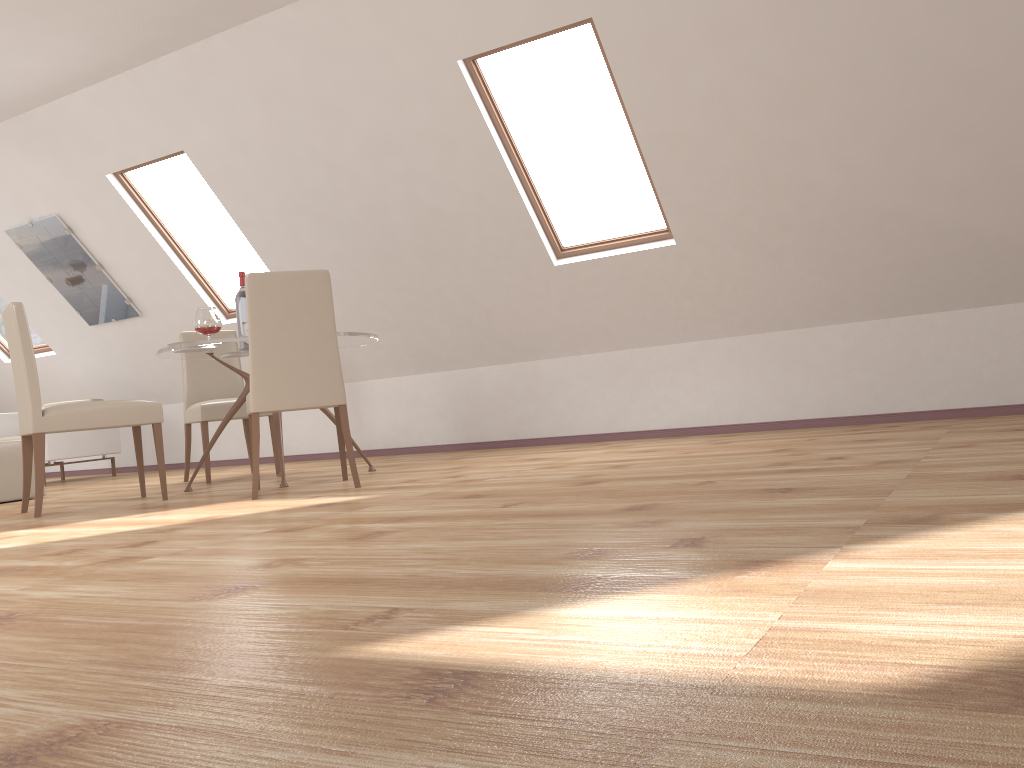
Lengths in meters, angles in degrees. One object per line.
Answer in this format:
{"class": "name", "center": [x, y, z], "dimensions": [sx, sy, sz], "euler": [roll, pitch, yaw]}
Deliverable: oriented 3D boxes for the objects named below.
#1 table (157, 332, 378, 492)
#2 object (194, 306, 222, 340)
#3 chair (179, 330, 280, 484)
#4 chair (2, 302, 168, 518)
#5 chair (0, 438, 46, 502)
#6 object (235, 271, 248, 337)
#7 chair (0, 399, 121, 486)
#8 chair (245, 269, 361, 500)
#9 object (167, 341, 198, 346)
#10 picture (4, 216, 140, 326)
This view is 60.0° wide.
{"class": "table", "center": [-1.325, 0.162, 4.996], "dimensions": [1.198, 0.770, 1.198], "euler": [-4, -2, -40]}
{"class": "object", "center": [-1.569, -0.303, 4.573], "dimensions": [0.136, 0.183, 0.136], "euler": [-6, -1, 8]}
{"class": "chair", "center": [-1.867, 0.117, 5.774], "dimensions": [0.477, 0.999, 0.618], "euler": [-5, -1, -33]}
{"class": "chair", "center": [-2.116, 0.110, 4.393], "dimensions": [0.618, 0.999, 0.477], "euler": [-4, -2, -36]}
{"class": "chair", "center": [-3.264, 0.541, 5.475], "dimensions": [0.506, 0.394, 0.506], "euler": [-6, -1, 34]}
{"class": "object", "center": [-1.523, -0.424, 5.060], "dimensions": [0.109, 0.435, 0.109], "euler": [-6, -1, 25]}
{"class": "chair", "center": [-3.988, 0.503, 7.669], "dimensions": [0.748, 0.706, 0.820], "euler": [-6, -1, 19]}
{"class": "chair", "center": [-1.035, 0.005, 4.235], "dimensions": [0.477, 0.999, 0.618], "euler": [-5, -1, -16]}
{"class": "object", "center": [-1.702, -0.206, 4.703], "dimensions": [0.228, 0.020, 0.228], "euler": [-4, -2, -38]}
{"class": "picture", "center": [-3.527, -0.881, 7.129], "dimensions": [0.650, 0.738, 0.683], "euler": [-6, -1, 30]}
